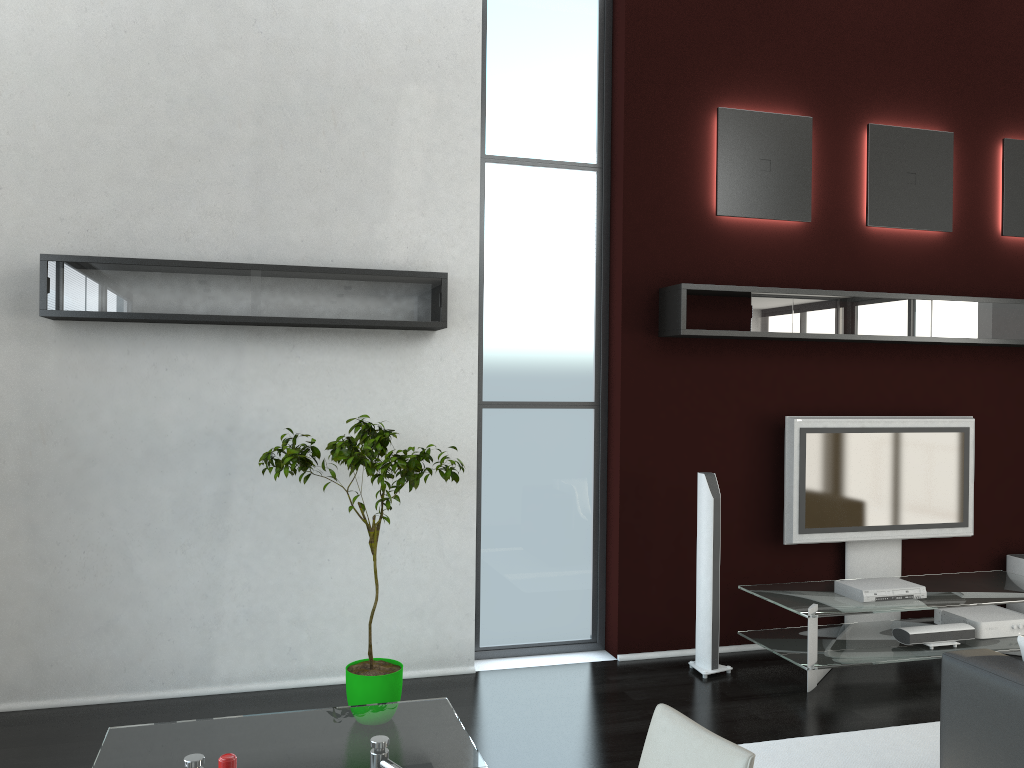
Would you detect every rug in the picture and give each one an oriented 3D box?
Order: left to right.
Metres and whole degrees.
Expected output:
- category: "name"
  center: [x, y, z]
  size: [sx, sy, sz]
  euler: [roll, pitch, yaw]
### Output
- category: "rug"
  center: [2.993, 1.714, 3.738]
  size: [3.695, 0.009, 1.875]
  euler: [1, 0, -16]

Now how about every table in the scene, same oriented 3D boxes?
- category: "table"
  center: [-0.275, 1.313, 1.242]
  size: [0.940, 0.731, 2.720]
  euler: [1, 0, -16]
- category: "table"
  center: [2.501, 1.162, 5.524]
  size: [2.046, 1.093, 0.771]
  euler: [1, 0, -16]

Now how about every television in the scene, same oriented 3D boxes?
- category: "television"
  center: [2.409, 0.614, 5.775]
  size: [1.436, 0.807, 0.099]
  euler: [1, 0, -16]

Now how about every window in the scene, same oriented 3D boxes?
- category: "window"
  center: [0.176, -0.569, 5.511]
  size: [0.800, 4.400, 0.025]
  euler: [1, 0, -16]

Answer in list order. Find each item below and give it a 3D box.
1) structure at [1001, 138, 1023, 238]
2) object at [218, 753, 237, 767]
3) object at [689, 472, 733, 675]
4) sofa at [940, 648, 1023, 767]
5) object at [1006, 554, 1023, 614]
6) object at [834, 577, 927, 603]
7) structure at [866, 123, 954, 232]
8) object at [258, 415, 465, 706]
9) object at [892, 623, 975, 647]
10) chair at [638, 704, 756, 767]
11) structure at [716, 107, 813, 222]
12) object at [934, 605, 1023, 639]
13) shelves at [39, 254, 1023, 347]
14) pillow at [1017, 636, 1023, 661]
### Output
- category: "structure"
  center: [3.732, -1.365, 6.272]
  size: [0.678, 0.676, 0.055]
  euler: [1, 0, -16]
- category: "object"
  center: [-0.474, 0.781, 1.473]
  size: [0.082, 0.326, 0.082]
  euler: [1, 0, 5]
- category: "object"
  center: [1.154, 1.098, 5.229]
  size: [0.228, 1.141, 0.215]
  euler: [1, 0, -31]
- category: "sofa"
  center: [3.103, 1.373, 3.413]
  size: [2.781, 0.652, 0.943]
  euler: [1, 0, -16]
- category: "object"
  center: [3.605, 1.450, 6.047]
  size: [0.286, 0.518, 0.323]
  euler: [1, 0, -16]
- category: "object"
  center: [2.214, 1.239, 5.337]
  size: [0.439, 0.073, 0.273]
  euler: [1, 0, -16]
- category: "structure"
  center: [2.668, -1.377, 5.965]
  size: [0.678, 0.676, 0.055]
  euler: [1, 0, -16]
- category: "object"
  center: [-0.754, 0.915, 4.472]
  size: [0.994, 1.515, 0.646]
  euler: [1, 0, -24]
- category: "object"
  center: [2.547, 1.506, 5.350]
  size: [0.470, 0.090, 0.182]
  euler: [1, 0, -16]
- category: "chair"
  center: [0.148, 1.205, 1.757]
  size: [0.612, 0.959, 0.471]
  euler: [1, 0, -26]
- category: "structure"
  center: [1.604, -1.389, 5.658]
  size: [0.678, 0.676, 0.055]
  euler: [1, 0, -16]
- category: "object"
  center: [3.031, 1.521, 5.696]
  size: [0.449, 0.106, 0.412]
  euler: [1, 0, -16]
- category: "shelves"
  center: [1.047, -0.439, 5.370]
  size: [6.988, 0.301, 0.305]
  euler: [1, 0, -16]
- category: "pillow"
  center: [2.059, 1.139, 3.250]
  size: [0.186, 0.358, 0.376]
  euler: [1, 0, -15]
